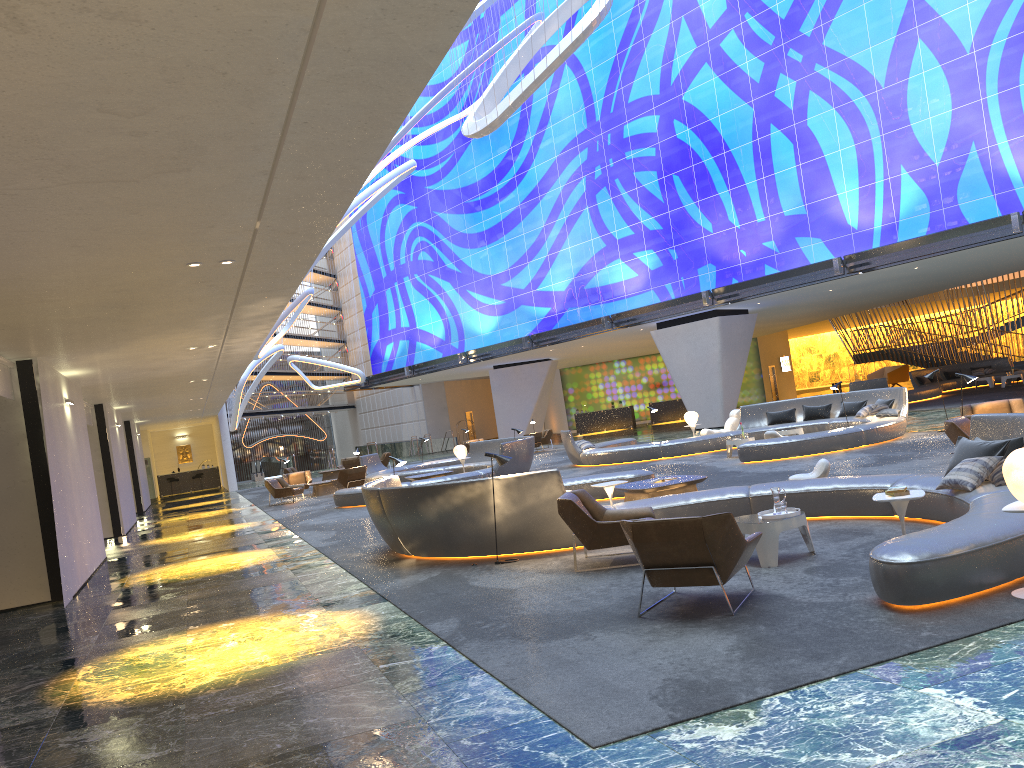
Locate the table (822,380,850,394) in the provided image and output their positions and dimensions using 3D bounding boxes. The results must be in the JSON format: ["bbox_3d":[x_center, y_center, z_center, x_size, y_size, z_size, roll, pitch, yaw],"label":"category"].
[{"bbox_3d":[17.024,0.271,46.395,1.244,0.727,2.302,-9,-2,27],"label":"table"}]

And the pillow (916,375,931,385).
[{"bbox_3d":[15.888,-0.151,34.210,0.767,0.369,0.296,-7,-1,-41],"label":"pillow"}]

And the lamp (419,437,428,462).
[{"bbox_3d":[-2.931,2.422,29.962,0.384,1.300,0.202,-8,0,-3],"label":"lamp"}]

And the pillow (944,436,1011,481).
[{"bbox_3d":[4.457,0.712,8.510,0.315,0.386,0.785,-8,-1,-5],"label":"pillow"}]

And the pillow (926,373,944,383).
[{"bbox_3d":[16.554,-0.256,34.733,0.757,0.417,0.282,-8,-1,-27],"label":"pillow"}]

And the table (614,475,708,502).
[{"bbox_3d":[2.157,1.611,12.849,1.201,0.392,1.205,-8,-2,-20],"label":"table"}]

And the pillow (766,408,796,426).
[{"bbox_3d":[6.702,0.833,22.068,0.770,0.369,0.294,-9,-1,24],"label":"pillow"}]

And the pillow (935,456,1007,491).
[{"bbox_3d":[4.377,0.806,8.166,0.875,0.280,0.684,-9,-2,17],"label":"pillow"}]

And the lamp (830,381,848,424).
[{"bbox_3d":[7.555,0.590,20.354,0.383,1.300,0.202,-8,0,-27],"label":"lamp"}]

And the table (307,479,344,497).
[{"bbox_3d":[-5.731,3.215,27.552,1.201,0.392,1.205,-8,-2,-21],"label":"table"}]

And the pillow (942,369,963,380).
[{"bbox_3d":[17.432,-0.372,34.999,0.784,0.386,0.315,-8,-1,-4],"label":"pillow"}]

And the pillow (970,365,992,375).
[{"bbox_3d":[18.443,-0.523,34.828,0.776,0.366,0.316,-9,-1,21],"label":"pillow"}]

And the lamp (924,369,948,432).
[{"bbox_3d":[8.774,0.348,18.277,0.385,1.300,0.201,-8,0,24],"label":"lamp"}]

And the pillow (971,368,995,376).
[{"bbox_3d":[18.336,-0.468,34.667,0.875,0.262,0.694,-7,-2,-30],"label":"pillow"}]

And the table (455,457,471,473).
[{"bbox_3d":[-1.333,2.365,24.623,0.417,0.595,0.428,-8,0,-21],"label":"table"}]

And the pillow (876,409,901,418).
[{"bbox_3d":[8.051,0.633,18.952,0.445,0.207,0.442,-9,-2,31],"label":"pillow"}]

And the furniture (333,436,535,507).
[{"bbox_3d":[-2.042,2.291,25.371,5.184,0.969,9.933,-8,-2,-3],"label":"furniture"}]

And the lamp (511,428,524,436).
[{"bbox_3d":[0.193,1.732,22.339,0.384,1.300,0.202,-8,0,-3],"label":"lamp"}]

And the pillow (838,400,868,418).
[{"bbox_3d":[8.061,0.582,20.984,0.314,0.386,0.786,-8,-1,-29],"label":"pillow"}]

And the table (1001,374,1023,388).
[{"bbox_3d":[17.695,-0.115,31.350,0.669,0.406,0.675,-8,-1,-33],"label":"table"}]

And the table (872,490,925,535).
[{"bbox_3d":[3.109,1.182,7.079,0.428,0.595,0.417,-9,0,24],"label":"table"}]

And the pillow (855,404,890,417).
[{"bbox_3d":[8.150,0.587,20.022,0.879,0.262,0.691,-9,-2,35],"label":"pillow"}]

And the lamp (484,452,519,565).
[{"bbox_3d":[-0.106,1.410,10.216,0.383,1.300,0.202,-8,0,-21],"label":"lamp"}]

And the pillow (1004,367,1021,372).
[{"bbox_3d":[19.260,-0.556,34.115,0.443,0.207,0.444,-7,-2,-34],"label":"pillow"}]

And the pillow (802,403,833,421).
[{"bbox_3d":[7.451,0.687,21.676,0.761,0.417,0.281,-9,-1,38],"label":"pillow"}]

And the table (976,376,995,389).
[{"bbox_3d":[17.546,-0.048,32.859,0.672,0.406,0.672,-9,-1,24],"label":"table"}]

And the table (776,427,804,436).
[{"bbox_3d":[6.222,1.229,20.031,0.673,0.406,0.671,-8,-1,-1],"label":"table"}]

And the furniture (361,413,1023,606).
[{"bbox_3d":[1.404,1.337,10.631,5.176,0.969,9.948,-8,-2,-24],"label":"furniture"}]

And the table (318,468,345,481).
[{"bbox_3d":[-7.235,3.694,36.057,1.203,0.392,1.203,-8,-2,-2],"label":"table"}]

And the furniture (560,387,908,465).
[{"bbox_3d":[5.091,1.138,21.962,5.175,0.969,9.950,-7,-2,-28],"label":"furniture"}]

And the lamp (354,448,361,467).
[{"bbox_3d":[-4.510,2.544,26.303,0.202,1.300,0.384,-8,0,-4],"label":"lamp"}]

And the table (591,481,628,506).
[{"bbox_3d":[1.295,1.582,11.485,0.417,0.595,0.428,-8,0,-24],"label":"table"}]

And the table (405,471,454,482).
[{"bbox_3d":[-2.148,2.557,23.206,1.201,0.392,1.205,-8,-2,-20],"label":"table"}]

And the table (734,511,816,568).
[{"bbox_3d":[2.414,1.434,8.281,0.670,0.406,0.675,-8,-1,-24],"label":"table"}]

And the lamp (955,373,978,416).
[{"bbox_3d":[7.154,0.453,13.858,0.385,1.300,0.201,-8,0,32],"label":"lamp"}]

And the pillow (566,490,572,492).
[{"bbox_3d":[0.674,1.401,10.609,0.879,0.262,0.691,-9,-2,32],"label":"pillow"}]

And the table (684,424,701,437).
[{"bbox_3d":[4.995,1.427,24.350,0.429,0.595,0.417,-9,-1,44],"label":"table"}]

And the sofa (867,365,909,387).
[{"bbox_3d":[18.807,-0.271,44.330,1.063,1.180,3.416,-8,-2,5],"label":"sofa"}]

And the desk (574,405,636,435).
[{"bbox_3d":[4.823,1.871,45.858,2.981,1.097,0.812,-9,-1,18],"label":"desk"}]

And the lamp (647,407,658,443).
[{"bbox_3d":[3.912,1.248,24.382,0.201,1.300,0.385,-9,0,-45],"label":"lamp"}]

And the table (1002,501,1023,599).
[{"bbox_3d":[3.514,1.094,5.879,0.429,0.595,0.417,-9,-1,44],"label":"table"}]

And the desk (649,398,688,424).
[{"bbox_3d":[8.665,1.305,45.808,2.981,1.097,0.812,-9,-1,16],"label":"desk"}]

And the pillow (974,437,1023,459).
[{"bbox_3d":[4.642,0.712,8.614,0.295,0.369,0.770,-8,-1,-8],"label":"pillow"}]

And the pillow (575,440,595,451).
[{"bbox_3d":[1.879,1.616,23.568,0.692,0.262,0.878,-8,-2,-12],"label":"pillow"}]

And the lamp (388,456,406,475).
[{"bbox_3d":[-1.750,1.764,13.920,0.385,1.300,0.201,-8,0,29],"label":"lamp"}]

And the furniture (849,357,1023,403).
[{"bbox_3d":[15.313,-0.041,32.701,9.923,0.969,5.189,-8,-2,-3],"label":"furniture"}]

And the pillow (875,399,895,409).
[{"bbox_3d":[8.335,0.515,19.987,0.317,0.366,0.775,-8,-1,-4],"label":"pillow"}]

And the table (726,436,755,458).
[{"bbox_3d":[4.933,1.395,19.258,0.672,0.406,0.672,-9,-1,32],"label":"table"}]
